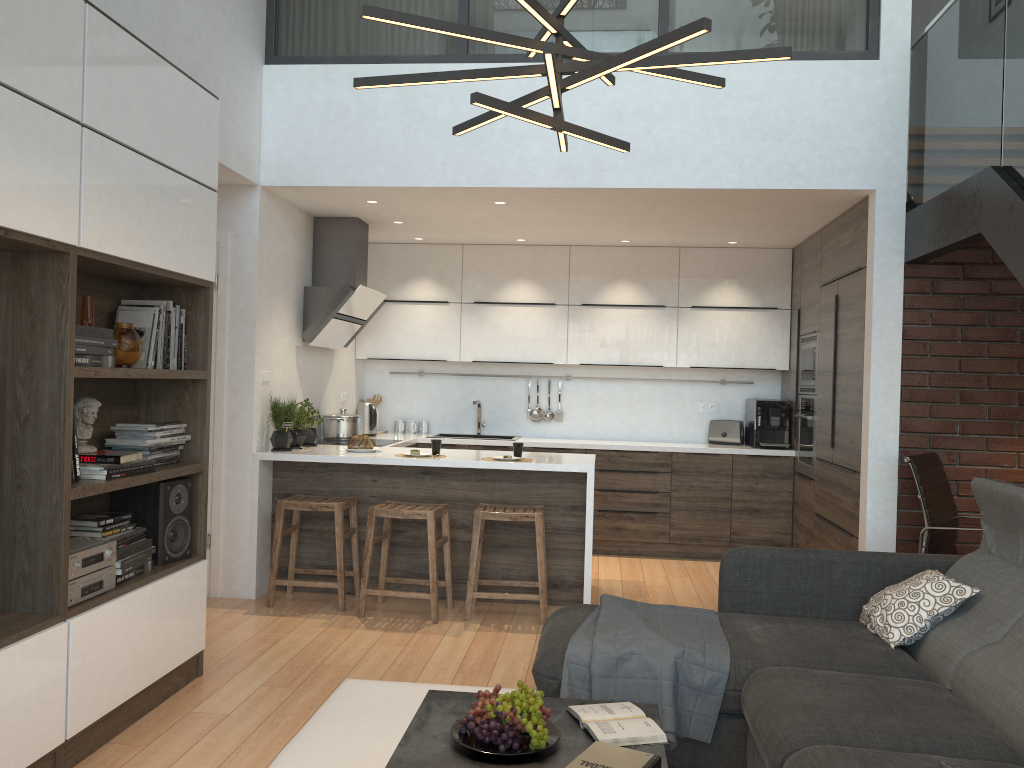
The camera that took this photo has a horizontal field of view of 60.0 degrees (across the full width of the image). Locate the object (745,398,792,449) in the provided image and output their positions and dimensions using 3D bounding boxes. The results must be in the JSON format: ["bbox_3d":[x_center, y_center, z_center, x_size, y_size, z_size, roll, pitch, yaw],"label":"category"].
[{"bbox_3d":[2.001,0.305,6.923,0.274,0.378,0.532,2,0,6],"label":"object"}]

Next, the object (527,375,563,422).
[{"bbox_3d":[0.267,0.125,7.343,0.320,0.389,0.069,2,0,7],"label":"object"}]

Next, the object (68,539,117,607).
[{"bbox_3d":[-1.541,0.638,3.016,0.270,0.174,0.285,2,0,6],"label":"object"}]

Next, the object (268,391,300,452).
[{"bbox_3d":[-1.375,0.219,5.331,0.186,0.367,0.196,2,0,6],"label":"object"}]

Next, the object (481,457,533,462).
[{"bbox_3d":[-0.028,0.440,5.168,0.304,0.002,0.304,2,0,38],"label":"object"}]

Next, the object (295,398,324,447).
[{"bbox_3d":[-1.325,0.247,5.741,0.179,0.311,0.172,2,0,17],"label":"object"}]

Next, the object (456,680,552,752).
[{"bbox_3d":[-0.022,0.871,2.379,0.256,0.173,0.279,2,0,3],"label":"object"}]

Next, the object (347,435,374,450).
[{"bbox_3d":[-0.937,0.364,5.477,0.155,0.101,0.161,2,0,2],"label":"object"}]

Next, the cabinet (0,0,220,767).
[{"bbox_3d":[-1.654,0.007,1.838,0.338,2.494,4.036,2,0,6],"label":"cabinet"}]

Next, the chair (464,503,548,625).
[{"bbox_3d":[-0.018,0.992,4.966,0.450,0.600,0.350,2,0,3],"label":"chair"}]

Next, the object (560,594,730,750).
[{"bbox_3d":[0.499,1.019,3.190,0.548,0.369,0.685,2,0,14],"label":"object"}]

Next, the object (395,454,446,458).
[{"bbox_3d":[-0.541,0.425,5.251,0.305,0.002,0.305,2,0,-25],"label":"object"}]

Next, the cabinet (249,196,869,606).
[{"bbox_3d":[0.363,0.099,6.165,3.495,2.401,2.401,2,0,6],"label":"cabinet"}]

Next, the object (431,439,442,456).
[{"bbox_3d":[-0.454,0.380,5.309,0.066,0.093,0.066,2,0,41],"label":"object"}]

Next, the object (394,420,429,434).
[{"bbox_3d":[-0.844,0.359,7.424,0.297,0.105,0.112,2,0,7],"label":"object"}]

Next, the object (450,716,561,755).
[{"bbox_3d":[-0.017,0.941,2.372,0.295,0.026,0.295,2,0,-1],"label":"object"}]

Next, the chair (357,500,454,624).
[{"bbox_3d":[-0.577,0.976,4.944,0.450,0.600,0.350,2,0,11],"label":"chair"}]

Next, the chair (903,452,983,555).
[{"bbox_3d":[2.324,0.862,4.410,0.700,0.991,0.651,2,0,40],"label":"chair"}]

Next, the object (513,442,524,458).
[{"bbox_3d":[0.035,0.394,5.229,0.066,0.093,0.066,2,0,-21],"label":"object"}]

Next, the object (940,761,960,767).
[{"bbox_3d":[1.185,0.919,1.707,0.411,0.118,0.905,2,0,-18],"label":"object"}]

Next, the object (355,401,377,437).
[{"bbox_3d":[-1.140,0.270,6.906,0.179,0.270,0.220,2,0,-7],"label":"object"}]

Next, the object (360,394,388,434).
[{"bbox_3d":[-1.166,0.244,7.335,0.221,0.316,0.330,2,0,6],"label":"object"}]

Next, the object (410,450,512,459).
[{"bbox_3d":[-0.298,0.410,5.160,0.597,0.039,0.064,2,0,2],"label":"object"}]

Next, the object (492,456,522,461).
[{"bbox_3d":[-0.029,0.432,5.125,0.176,0.014,0.176,2,0,10],"label":"object"}]

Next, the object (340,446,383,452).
[{"bbox_3d":[-0.928,0.404,5.465,0.261,0.021,0.261,2,0,0],"label":"object"}]

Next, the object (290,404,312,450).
[{"bbox_3d":[-1.352,0.261,5.547,0.221,0.283,0.211,2,0,19],"label":"object"}]

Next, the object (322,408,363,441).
[{"bbox_3d":[-1.214,0.286,6.360,0.315,0.223,0.288,1,0,-43],"label":"object"}]

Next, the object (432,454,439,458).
[{"bbox_3d":[-0.449,0.422,5.188,0.025,0.011,0.126,2,0,10],"label":"object"}]

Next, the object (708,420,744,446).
[{"bbox_3d":[1.717,0.386,7.102,0.260,0.195,0.177,2,0,26],"label":"object"}]

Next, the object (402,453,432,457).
[{"bbox_3d":[-0.557,0.417,5.215,0.176,0.014,0.176,2,0,-4],"label":"object"}]

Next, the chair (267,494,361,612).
[{"bbox_3d":[-1.127,0.960,5.123,0.450,0.600,0.350,2,0,6],"label":"chair"}]
